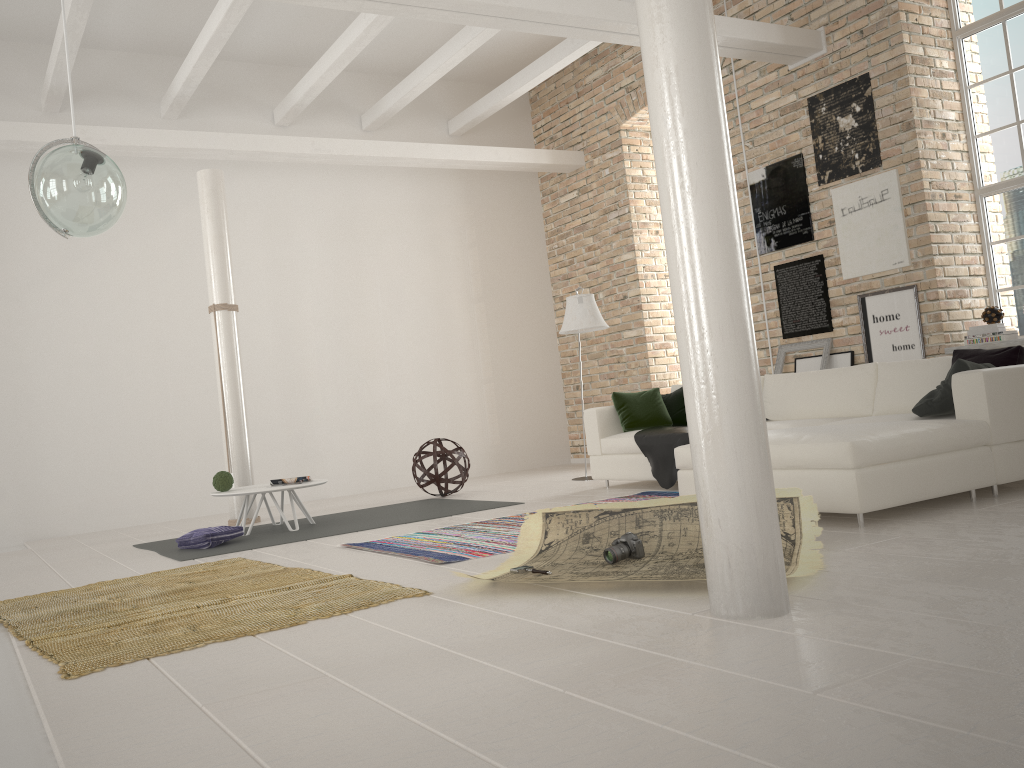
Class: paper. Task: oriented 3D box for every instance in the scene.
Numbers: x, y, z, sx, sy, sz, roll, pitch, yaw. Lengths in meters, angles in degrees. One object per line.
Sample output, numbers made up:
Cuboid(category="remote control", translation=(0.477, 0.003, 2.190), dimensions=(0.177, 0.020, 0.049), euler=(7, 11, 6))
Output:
Cuboid(category="paper", translation=(0.514, 0.650, 3.766), dimensions=(1.547, 0.265, 1.003), euler=(-7, -2, 25))

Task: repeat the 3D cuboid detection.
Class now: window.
Cuboid(category="window", translation=(-0.523, -1.444, 4.082), dimensions=(10.790, 2.991, 1.512), euler=(-5, -3, -28))

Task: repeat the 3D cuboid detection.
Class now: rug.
Cuboid(category="rug", translation=(0.341, 0.860, 5.585), dimensions=(2.523, 0.008, 1.492), euler=(-5, -2, -31))
Cuboid(category="rug", translation=(-1.578, 1.016, 4.225), dimensions=(1.438, 0.021, 2.343), euler=(-5, -2, -37))
Cuboid(category="rug", translation=(-1.421, 1.086, 6.893), dimensions=(2.555, 0.042, 1.524), euler=(-5, -2, -31))

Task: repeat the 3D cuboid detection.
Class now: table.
Cuboid(category="table", translation=(-1.858, 0.961, 6.892), dimensions=(0.881, 0.342, 0.940), euler=(-6, -2, -16))

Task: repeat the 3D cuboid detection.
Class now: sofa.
Cuboid(category="sofa", translation=(1.549, 0.364, 6.055), dimensions=(2.047, 0.842, 3.471), euler=(-5, -2, -31))

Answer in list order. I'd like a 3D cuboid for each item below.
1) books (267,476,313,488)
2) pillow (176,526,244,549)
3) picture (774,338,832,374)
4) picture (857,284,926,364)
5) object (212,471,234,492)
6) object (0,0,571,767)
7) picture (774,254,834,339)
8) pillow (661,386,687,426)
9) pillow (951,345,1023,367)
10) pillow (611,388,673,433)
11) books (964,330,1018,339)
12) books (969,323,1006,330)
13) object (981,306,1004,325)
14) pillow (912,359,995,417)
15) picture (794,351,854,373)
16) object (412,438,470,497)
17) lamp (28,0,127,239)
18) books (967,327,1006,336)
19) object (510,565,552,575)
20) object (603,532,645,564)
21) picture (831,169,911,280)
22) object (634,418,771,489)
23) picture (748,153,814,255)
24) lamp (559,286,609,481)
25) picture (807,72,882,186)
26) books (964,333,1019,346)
Cuboid(category="books", translation=(-1.707, 0.748, 6.859), dimensions=(0.306, 0.048, 0.372), euler=(-6, -2, -2))
Cuboid(category="pillow", translation=(-2.115, 1.086, 6.253), dimensions=(0.377, 0.164, 0.331), euler=(-8, -2, 35))
Cuboid(category="picture", translation=(2.541, -0.079, 7.899), dimensions=(0.267, 0.583, 0.576), euler=(-5, -3, -32))
Cuboid(category="picture", translation=(3.083, -0.391, 7.241), dimensions=(0.011, 0.757, 0.549), euler=(-5, -3, -33))
Cuboid(category="object", translation=(-2.214, 0.748, 6.831), dimensions=(0.171, 0.164, 0.153), euler=(-8, -3, 36))
Cuboid(category="object", translation=(-0.746, -1.452, 4.480), dimensions=(11.179, 4.802, 10.723), euler=(-5, -2, -30))
Cuboid(category="picture", translation=(2.609, -0.771, 7.966), dimensions=(0.061, 0.681, 0.541), euler=(-5, -3, -33))
Cuboid(category="pillow", translation=(1.326, 0.205, 7.516), dimensions=(0.428, 0.365, 0.301), euler=(-7, -2, 17))
Cuboid(category="pillow", translation=(2.794, -0.029, 5.284), dimensions=(0.228, 0.390, 0.451), euler=(-5, -3, -31))
Cuboid(category="pillow", translation=(1.075, 0.213, 7.418), dimensions=(0.413, 0.344, 0.307), euler=(-6, -2, -4))
Cuboid(category="books", translation=(3.597, -0.369, 6.695), dimensions=(0.205, 0.024, 0.288), euler=(-5, -2, -35))
Cuboid(category="books", translation=(3.585, -0.433, 6.726), dimensions=(0.164, 0.030, 0.197), euler=(-5, -2, -42))
Cuboid(category="object", translation=(3.630, -0.517, 6.733), dimensions=(0.143, 0.137, 0.143), euler=(-6, -2, -3))
Cuboid(category="pillow", translation=(2.491, 0.014, 5.035), dimensions=(0.388, 0.305, 0.364), euler=(-4, -3, -41))
Cuboid(category="picture", translation=(2.710, 0.028, 7.766), dimensions=(0.138, 0.569, 0.609), euler=(-5, -3, -32))
Cuboid(category="object", translation=(-0.660, 0.773, 8.272), dimensions=(0.573, 0.543, 0.509), euler=(-8, -3, 35))
Cuboid(category="lamp", translation=(-2.435, -1.580, 4.925), dimensions=(0.486, 1.600, 0.518), euler=(-6, -3, -16))
Cuboid(category="books", translation=(3.586, -0.398, 6.731), dimensions=(0.181, 0.041, 0.217), euler=(-4, -3, -45))
Cuboid(category="object", translation=(0.098, 0.819, 3.901), dimensions=(0.091, 0.019, 0.242), euler=(-5, -2, -36))
Cuboid(category="object", translation=(0.480, 0.730, 3.983), dimensions=(0.159, 0.124, 0.157), euler=(-5, -3, -30))
Cuboid(category="picture", translation=(2.945, -1.299, 7.338), dimensions=(0.034, 0.785, 0.624), euler=(-5, -3, -33))
Cuboid(category="object", translation=(1.464, 0.527, 6.820), dimensions=(0.729, 0.464, 0.950), euler=(-5, -2, -33))
Cuboid(category="picture", translation=(2.438, -1.621, 8.098), dimensions=(0.034, 0.786, 0.625), euler=(-5, -3, -33))
Cuboid(category="lamp", translation=(0.704, 0.011, 8.315), dimensions=(0.455, 1.777, 0.992), euler=(-7, -3, 0))
Cuboid(category="picture", translation=(2.793, -2.128, 7.501), dimensions=(0.034, 0.784, 0.623), euler=(-5, -3, -33))
Cuboid(category="books", translation=(3.599, -0.333, 6.695), dimensions=(0.205, 0.048, 0.294), euler=(-5, -2, -35))
